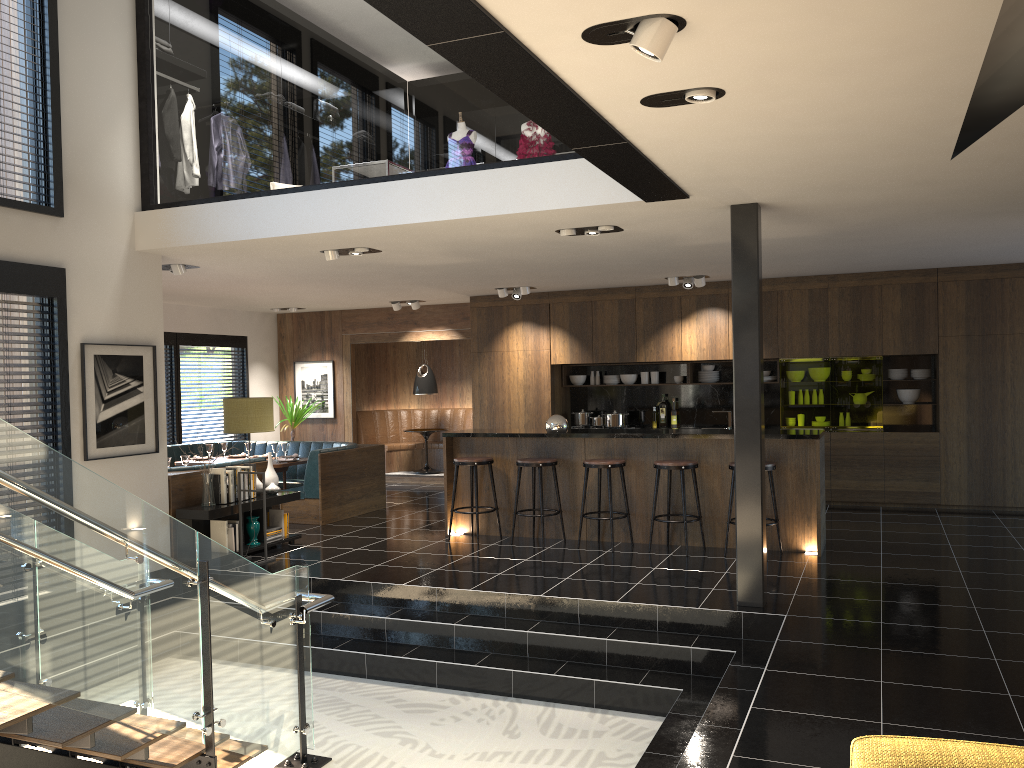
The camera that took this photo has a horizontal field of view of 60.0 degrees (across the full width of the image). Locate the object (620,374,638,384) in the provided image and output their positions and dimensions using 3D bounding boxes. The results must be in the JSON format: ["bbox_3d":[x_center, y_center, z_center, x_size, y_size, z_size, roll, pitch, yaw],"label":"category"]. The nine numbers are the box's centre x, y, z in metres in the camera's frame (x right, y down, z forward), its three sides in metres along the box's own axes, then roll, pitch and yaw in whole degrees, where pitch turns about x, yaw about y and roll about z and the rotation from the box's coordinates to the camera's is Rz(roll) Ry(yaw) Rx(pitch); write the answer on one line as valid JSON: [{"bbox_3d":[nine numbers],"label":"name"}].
[{"bbox_3d":[1.563,-0.058,11.856,0.234,0.138,0.234,-1,1,42],"label":"object"}]

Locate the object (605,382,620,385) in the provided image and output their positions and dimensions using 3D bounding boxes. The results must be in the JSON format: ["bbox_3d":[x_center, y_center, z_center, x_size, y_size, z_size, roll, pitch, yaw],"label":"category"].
[{"bbox_3d":[1.346,-0.003,11.938,0.220,0.033,0.220,-1,0,19],"label":"object"}]

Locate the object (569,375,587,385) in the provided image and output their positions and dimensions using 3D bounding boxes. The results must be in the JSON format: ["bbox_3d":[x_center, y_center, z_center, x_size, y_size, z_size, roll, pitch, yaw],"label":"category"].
[{"bbox_3d":[0.904,-0.047,12.130,0.234,0.138,0.234,-1,1,25],"label":"object"}]

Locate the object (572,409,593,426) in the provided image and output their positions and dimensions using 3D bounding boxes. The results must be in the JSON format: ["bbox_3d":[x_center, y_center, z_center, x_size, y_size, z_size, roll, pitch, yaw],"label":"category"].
[{"bbox_3d":[0.957,0.451,11.989,0.255,0.218,0.236,-1,1,-20],"label":"object"}]

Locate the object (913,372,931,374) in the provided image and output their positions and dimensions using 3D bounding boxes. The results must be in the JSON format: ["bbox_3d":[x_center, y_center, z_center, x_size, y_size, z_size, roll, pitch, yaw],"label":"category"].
[{"bbox_3d":[4.836,-0.121,10.484,0.220,0.033,0.220,-1,0,6],"label":"object"}]

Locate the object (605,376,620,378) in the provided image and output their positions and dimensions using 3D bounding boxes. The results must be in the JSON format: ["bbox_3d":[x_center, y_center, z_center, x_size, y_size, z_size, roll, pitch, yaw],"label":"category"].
[{"bbox_3d":[1.344,-0.085,11.937,0.220,0.033,0.220,-1,0,19],"label":"object"}]

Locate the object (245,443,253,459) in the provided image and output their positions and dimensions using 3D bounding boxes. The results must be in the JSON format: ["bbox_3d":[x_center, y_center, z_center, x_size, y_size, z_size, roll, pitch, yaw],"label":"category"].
[{"bbox_3d":[-3.180,0.808,10.716,0.098,0.192,0.098,-1,1,20],"label":"object"}]

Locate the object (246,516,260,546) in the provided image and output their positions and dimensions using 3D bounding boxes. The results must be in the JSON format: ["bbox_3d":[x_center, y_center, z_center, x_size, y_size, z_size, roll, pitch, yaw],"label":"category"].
[{"bbox_3d":[-2.405,1.363,8.239,0.125,0.258,0.125,-1,1,18],"label":"object"}]

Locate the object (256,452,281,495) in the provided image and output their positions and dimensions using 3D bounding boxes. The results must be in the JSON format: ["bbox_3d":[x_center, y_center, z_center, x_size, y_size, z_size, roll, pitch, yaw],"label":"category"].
[{"bbox_3d":[-2.399,0.870,8.635,0.319,0.398,0.316,-1,1,-1],"label":"object"}]

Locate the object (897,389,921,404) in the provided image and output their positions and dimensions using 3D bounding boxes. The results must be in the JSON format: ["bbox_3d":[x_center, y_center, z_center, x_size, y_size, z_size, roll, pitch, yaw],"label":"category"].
[{"bbox_3d":[4.721,0.150,10.550,0.264,0.170,0.264,-1,1,-3],"label":"object"}]

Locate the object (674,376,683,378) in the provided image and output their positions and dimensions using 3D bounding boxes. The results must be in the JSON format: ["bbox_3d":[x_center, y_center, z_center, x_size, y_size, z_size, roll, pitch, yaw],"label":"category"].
[{"bbox_3d":[2.181,-0.067,11.598,0.122,0.072,0.122,-2,1,-42],"label":"object"}]

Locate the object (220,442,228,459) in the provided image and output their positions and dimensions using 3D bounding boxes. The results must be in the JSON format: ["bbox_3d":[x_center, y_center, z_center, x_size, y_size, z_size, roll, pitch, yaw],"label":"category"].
[{"bbox_3d":[-3.521,0.815,10.854,0.098,0.192,0.098,-1,1,20],"label":"object"}]

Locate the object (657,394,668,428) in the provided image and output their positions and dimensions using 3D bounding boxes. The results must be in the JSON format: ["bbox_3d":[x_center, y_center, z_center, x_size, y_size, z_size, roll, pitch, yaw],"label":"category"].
[{"bbox_3d":[1.992,0.360,11.780,0.133,0.451,0.116,-1,1,23],"label":"object"}]

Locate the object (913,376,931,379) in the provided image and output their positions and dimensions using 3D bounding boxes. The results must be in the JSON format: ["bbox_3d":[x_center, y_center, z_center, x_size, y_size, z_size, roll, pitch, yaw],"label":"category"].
[{"bbox_3d":[4.837,-0.073,10.485,0.220,0.033,0.220,-1,0,6],"label":"object"}]

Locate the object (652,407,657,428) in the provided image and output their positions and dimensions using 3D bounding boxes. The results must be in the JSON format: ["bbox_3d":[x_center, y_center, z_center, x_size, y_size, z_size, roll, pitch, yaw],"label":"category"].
[{"bbox_3d":[1.900,0.444,11.816,0.058,0.287,0.057,0,1,36],"label":"object"}]

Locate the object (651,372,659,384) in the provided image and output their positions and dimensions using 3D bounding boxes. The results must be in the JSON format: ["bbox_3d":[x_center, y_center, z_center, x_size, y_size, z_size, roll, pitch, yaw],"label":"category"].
[{"bbox_3d":[1.884,-0.081,11.696,0.109,0.161,0.109,-1,1,35],"label":"object"}]

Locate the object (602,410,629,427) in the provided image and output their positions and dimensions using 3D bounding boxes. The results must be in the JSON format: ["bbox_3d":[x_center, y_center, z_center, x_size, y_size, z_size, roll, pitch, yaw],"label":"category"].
[{"bbox_3d":[1.353,0.455,11.601,0.300,0.218,0.278,-2,1,-34],"label":"object"}]

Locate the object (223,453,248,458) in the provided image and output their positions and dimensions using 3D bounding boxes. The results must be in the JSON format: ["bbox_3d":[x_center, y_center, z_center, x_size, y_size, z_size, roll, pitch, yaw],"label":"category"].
[{"bbox_3d":[-3.410,0.883,10.958,0.324,0.051,0.269,-1,0,26],"label":"object"}]

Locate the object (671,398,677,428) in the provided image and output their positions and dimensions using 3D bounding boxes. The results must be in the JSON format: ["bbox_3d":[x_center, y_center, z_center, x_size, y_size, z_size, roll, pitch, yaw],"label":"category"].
[{"bbox_3d":[2.142,0.386,11.726,0.077,0.395,0.077,-2,1,-25],"label":"object"}]

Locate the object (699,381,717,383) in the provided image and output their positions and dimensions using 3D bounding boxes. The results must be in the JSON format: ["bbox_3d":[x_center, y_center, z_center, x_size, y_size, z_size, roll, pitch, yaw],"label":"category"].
[{"bbox_3d":[2.556,-0.028,11.520,0.269,0.024,0.269,-1,0,-29],"label":"object"}]

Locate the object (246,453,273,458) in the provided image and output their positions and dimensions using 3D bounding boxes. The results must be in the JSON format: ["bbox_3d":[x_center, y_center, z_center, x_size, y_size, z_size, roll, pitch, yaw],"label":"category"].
[{"bbox_3d":[-3.068,0.876,10.816,0.324,0.051,0.269,-1,0,26],"label":"object"}]

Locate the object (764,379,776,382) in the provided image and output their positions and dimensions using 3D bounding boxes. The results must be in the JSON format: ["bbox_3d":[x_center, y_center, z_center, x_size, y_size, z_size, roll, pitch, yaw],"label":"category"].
[{"bbox_3d":[3.145,-0.044,11.201,0.438,0.039,0.438,-1,0,-31],"label":"object"}]

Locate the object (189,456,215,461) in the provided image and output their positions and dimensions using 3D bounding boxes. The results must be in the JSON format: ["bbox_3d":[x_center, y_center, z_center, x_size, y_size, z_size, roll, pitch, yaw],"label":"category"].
[{"bbox_3d":[-3.758,0.891,10.715,0.269,0.051,0.324,-1,0,26],"label":"object"}]

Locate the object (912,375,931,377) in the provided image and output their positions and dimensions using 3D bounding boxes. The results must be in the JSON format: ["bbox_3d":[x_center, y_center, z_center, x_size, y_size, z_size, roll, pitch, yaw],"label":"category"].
[{"bbox_3d":[4.837,-0.086,10.485,0.220,0.033,0.220,-1,0,6],"label":"object"}]

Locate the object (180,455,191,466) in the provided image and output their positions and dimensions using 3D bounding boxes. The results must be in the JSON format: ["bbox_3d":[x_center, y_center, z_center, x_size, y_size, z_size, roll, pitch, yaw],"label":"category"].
[{"bbox_3d":[-3.307,0.822,8.987,0.098,0.192,0.098,-1,1,20],"label":"object"}]

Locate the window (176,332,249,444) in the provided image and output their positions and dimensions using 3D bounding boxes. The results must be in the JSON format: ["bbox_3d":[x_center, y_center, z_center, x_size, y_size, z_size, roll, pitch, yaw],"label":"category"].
[{"bbox_3d":[-4.494,0.424,13.094,0.312,2.374,1.505,-1,1,23],"label":"window"}]

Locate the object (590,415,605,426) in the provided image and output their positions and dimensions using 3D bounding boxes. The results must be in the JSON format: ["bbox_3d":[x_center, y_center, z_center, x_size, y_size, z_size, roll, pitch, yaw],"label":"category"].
[{"bbox_3d":[1.160,0.486,11.807,0.210,0.143,0.195,-1,1,-20],"label":"object"}]

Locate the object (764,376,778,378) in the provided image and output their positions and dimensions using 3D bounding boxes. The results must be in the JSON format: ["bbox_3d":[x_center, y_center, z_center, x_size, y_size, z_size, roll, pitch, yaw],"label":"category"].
[{"bbox_3d":[3.144,-0.071,11.201,0.438,0.039,0.438,-1,0,-31],"label":"object"}]

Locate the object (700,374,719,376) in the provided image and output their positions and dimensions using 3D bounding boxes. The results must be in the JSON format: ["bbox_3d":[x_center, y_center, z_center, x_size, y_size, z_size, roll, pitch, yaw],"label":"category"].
[{"bbox_3d":[2.554,-0.111,11.519,0.269,0.024,0.269,-1,0,-29],"label":"object"}]

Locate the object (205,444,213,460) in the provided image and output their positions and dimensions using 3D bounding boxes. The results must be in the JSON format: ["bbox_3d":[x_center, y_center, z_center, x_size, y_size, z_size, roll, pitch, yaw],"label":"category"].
[{"bbox_3d":[-3.627,0.818,10.625,0.098,0.192,0.098,-1,1,20],"label":"object"}]

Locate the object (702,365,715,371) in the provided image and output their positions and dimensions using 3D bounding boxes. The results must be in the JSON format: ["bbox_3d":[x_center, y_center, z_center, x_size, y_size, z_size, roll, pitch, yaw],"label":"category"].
[{"bbox_3d":[2.549,-0.198,11.517,0.168,0.087,0.168,-1,1,42],"label":"object"}]

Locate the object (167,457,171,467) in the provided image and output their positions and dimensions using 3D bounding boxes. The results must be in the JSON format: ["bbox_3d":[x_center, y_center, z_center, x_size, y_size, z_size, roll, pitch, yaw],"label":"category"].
[{"bbox_3d":[-3.413,0.825,8.758,0.098,0.192,0.098,-1,1,20],"label":"object"}]

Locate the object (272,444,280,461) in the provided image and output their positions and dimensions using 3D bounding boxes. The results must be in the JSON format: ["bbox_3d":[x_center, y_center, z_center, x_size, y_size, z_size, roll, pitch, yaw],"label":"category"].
[{"bbox_3d":[-2.742,0.802,10.306,0.098,0.192,0.098,-1,1,20],"label":"object"}]

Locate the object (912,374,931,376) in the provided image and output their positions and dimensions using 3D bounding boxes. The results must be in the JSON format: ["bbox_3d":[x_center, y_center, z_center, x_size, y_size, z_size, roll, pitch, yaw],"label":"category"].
[{"bbox_3d":[4.836,-0.098,10.485,0.220,0.033,0.220,-1,0,6],"label":"object"}]

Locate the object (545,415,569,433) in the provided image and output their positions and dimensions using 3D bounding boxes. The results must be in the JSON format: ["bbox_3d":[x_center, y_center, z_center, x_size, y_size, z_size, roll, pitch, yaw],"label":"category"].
[{"bbox_3d":[0.436,0.409,8.569,0.227,0.228,0.227,-1,1,-17],"label":"object"}]

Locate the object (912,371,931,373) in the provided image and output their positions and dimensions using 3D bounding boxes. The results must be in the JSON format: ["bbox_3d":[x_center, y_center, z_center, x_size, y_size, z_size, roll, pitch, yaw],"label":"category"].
[{"bbox_3d":[4.836,-0.131,10.484,0.220,0.033,0.220,-1,0,6],"label":"object"}]

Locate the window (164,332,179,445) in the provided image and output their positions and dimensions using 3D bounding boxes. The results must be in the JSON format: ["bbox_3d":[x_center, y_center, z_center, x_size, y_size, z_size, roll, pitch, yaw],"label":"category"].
[{"bbox_3d":[-5.071,0.445,11.707,0.312,2.374,1.505,-1,1,23],"label":"window"}]

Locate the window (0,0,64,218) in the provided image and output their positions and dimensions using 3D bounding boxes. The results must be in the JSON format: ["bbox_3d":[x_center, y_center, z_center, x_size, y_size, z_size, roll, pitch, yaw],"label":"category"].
[{"bbox_3d":[-3.837,-2.481,6.100,0.358,2.476,1.393,-1,1,23],"label":"window"}]

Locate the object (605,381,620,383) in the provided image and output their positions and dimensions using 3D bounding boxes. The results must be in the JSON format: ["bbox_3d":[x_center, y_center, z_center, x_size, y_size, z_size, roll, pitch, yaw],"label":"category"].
[{"bbox_3d":[1.346,-0.016,11.938,0.220,0.033,0.220,-1,0,19],"label":"object"}]

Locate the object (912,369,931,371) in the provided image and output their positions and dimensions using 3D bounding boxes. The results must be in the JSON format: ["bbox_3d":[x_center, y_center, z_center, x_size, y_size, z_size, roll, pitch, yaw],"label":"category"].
[{"bbox_3d":[4.835,-0.154,10.483,0.220,0.033,0.220,-1,0,6],"label":"object"}]

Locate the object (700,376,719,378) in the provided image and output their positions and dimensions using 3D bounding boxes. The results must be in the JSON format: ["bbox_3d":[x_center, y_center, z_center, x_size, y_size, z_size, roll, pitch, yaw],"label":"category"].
[{"bbox_3d":[2.555,-0.083,11.519,0.269,0.024,0.269,-1,0,-29],"label":"object"}]

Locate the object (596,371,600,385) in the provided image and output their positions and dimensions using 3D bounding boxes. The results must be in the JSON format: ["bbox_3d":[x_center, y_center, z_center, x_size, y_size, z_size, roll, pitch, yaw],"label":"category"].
[{"bbox_3d":[1.163,-0.082,12.021,0.060,0.185,0.060,-1,1,-9],"label":"object"}]

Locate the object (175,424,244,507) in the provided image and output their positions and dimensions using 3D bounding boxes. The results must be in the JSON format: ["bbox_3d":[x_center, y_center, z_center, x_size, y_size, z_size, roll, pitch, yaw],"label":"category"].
[{"bbox_3d":[-2.657,0.707,7.814,0.607,0.745,0.406,-1,1,-17],"label":"object"}]

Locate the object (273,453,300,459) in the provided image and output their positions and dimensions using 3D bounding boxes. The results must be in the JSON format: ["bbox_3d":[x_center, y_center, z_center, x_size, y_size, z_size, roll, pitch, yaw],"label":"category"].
[{"bbox_3d":[-2.693,0.869,10.670,0.324,0.051,0.269,-1,0,26],"label":"object"}]

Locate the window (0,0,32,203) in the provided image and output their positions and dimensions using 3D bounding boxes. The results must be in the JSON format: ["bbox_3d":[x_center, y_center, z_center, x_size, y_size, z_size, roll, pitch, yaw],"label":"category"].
[{"bbox_3d":[-3.900,-2.479,6.135,0.005,2.298,1.220,-1,1,23],"label":"window"}]

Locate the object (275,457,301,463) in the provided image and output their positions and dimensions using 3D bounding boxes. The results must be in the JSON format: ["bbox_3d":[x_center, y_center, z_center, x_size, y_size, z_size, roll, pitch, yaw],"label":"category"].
[{"bbox_3d":[-2.585,0.869,10.258,0.269,0.051,0.324,-1,0,26],"label":"object"}]

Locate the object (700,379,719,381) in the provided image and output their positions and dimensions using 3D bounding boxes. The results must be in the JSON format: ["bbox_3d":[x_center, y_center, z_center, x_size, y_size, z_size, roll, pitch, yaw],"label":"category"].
[{"bbox_3d":[2.555,-0.044,11.520,0.269,0.024,0.269,-1,0,-29],"label":"object"}]

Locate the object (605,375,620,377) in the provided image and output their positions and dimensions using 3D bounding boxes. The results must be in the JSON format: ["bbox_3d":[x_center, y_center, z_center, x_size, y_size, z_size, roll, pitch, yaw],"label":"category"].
[{"bbox_3d":[1.344,-0.097,11.936,0.220,0.033,0.220,-1,0,19],"label":"object"}]

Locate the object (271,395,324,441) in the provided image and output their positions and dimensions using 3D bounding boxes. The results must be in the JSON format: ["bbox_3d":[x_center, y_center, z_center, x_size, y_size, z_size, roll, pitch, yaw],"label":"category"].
[{"bbox_3d":[-3.247,0.850,13.632,0.818,1.382,0.955,-2,1,-20],"label":"object"}]

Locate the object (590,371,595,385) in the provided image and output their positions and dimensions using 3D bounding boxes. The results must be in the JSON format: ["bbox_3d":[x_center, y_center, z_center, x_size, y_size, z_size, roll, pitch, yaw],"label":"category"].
[{"bbox_3d":[1.093,-0.081,12.050,0.060,0.185,0.060,-2,1,-36],"label":"object"}]

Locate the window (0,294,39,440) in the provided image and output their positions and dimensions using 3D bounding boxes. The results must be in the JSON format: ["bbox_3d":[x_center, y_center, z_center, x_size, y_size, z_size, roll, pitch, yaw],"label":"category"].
[{"bbox_3d":[-3.839,0.375,6.192,0.005,2.298,1.220,-1,1,23],"label":"window"}]

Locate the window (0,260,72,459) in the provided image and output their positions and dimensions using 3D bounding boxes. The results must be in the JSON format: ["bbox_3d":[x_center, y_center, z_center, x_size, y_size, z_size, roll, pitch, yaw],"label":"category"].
[{"bbox_3d":[-3.777,0.374,6.157,0.358,2.476,1.393,-1,1,23],"label":"window"}]

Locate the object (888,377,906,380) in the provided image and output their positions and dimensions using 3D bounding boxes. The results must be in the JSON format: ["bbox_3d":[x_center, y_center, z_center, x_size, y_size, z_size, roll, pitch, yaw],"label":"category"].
[{"bbox_3d":[4.602,-0.068,10.583,0.220,0.033,0.220,-1,0,32],"label":"object"}]

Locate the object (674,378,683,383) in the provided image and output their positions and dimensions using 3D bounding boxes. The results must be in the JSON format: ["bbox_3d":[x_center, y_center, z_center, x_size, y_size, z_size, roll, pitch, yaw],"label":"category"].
[{"bbox_3d":[2.182,-0.043,11.599,0.122,0.072,0.122,-2,1,-42],"label":"object"}]

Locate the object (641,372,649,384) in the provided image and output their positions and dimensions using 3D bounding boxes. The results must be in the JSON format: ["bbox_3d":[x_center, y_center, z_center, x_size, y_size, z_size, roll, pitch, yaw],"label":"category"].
[{"bbox_3d":[1.761,-0.079,11.748,0.109,0.161,0.109,-1,1,5],"label":"object"}]

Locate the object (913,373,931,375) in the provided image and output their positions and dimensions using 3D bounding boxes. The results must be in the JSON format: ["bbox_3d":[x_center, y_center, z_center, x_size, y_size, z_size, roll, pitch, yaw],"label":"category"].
[{"bbox_3d":[4.836,-0.108,10.484,0.220,0.033,0.220,-1,0,6],"label":"object"}]

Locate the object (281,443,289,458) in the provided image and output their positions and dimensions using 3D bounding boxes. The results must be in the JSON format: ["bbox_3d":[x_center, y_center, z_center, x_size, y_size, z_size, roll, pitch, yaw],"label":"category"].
[{"bbox_3d":[-2.688,0.799,10.507,0.098,0.192,0.098,-1,1,20],"label":"object"}]

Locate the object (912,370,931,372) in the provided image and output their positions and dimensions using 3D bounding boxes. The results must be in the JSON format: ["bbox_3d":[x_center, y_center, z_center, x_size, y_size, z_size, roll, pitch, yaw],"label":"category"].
[{"bbox_3d":[4.835,-0.141,10.484,0.220,0.033,0.220,-1,0,6],"label":"object"}]

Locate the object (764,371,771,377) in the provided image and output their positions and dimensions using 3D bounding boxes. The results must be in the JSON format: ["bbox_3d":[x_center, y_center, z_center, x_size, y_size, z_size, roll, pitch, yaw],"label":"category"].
[{"bbox_3d":[3.142,-0.119,11.202,0.254,0.088,0.254,-2,1,-42],"label":"object"}]
